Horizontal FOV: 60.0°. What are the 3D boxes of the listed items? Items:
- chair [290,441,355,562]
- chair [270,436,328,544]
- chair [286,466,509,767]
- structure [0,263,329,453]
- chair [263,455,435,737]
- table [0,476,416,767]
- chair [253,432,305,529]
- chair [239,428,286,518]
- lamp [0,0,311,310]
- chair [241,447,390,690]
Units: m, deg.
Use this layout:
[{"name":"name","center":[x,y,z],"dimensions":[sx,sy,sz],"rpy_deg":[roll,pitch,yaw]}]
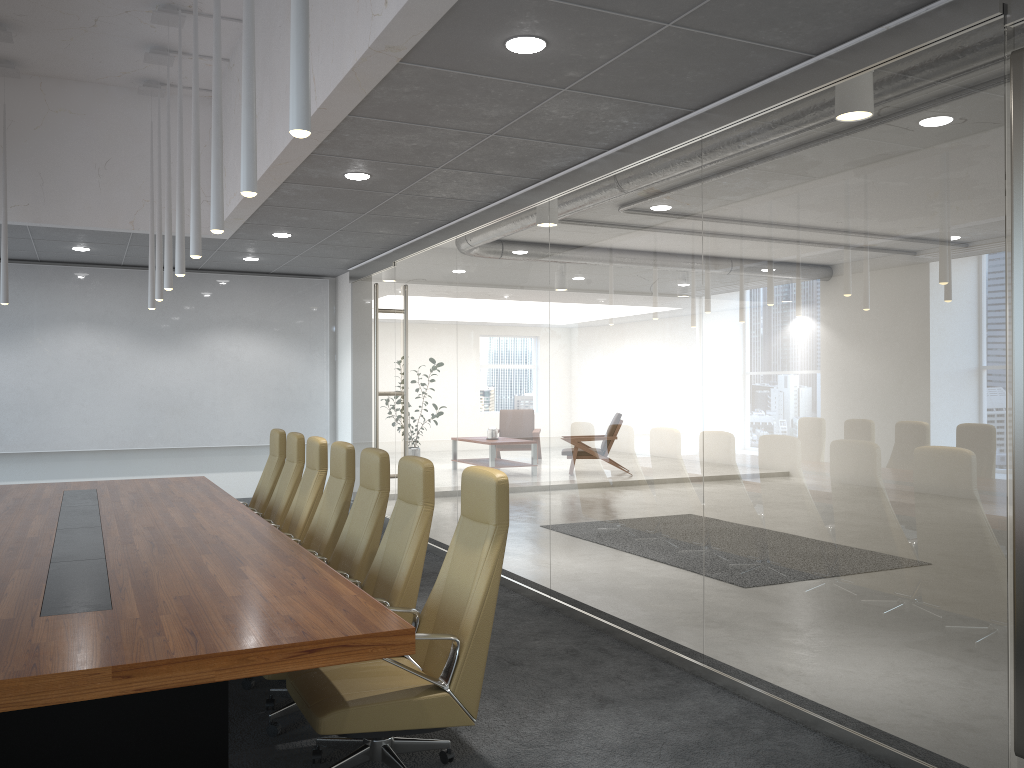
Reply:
[{"name":"chair","center":[-1.638,1.128,6.337],"dimensions":[0.955,1.406,0.711],"rpy_deg":[0,0,-26]},{"name":"chair","center":[-1.984,1.132,7.053],"dimensions":[0.955,1.406,0.711],"rpy_deg":[0,0,-26]},{"name":"chair","center":[-0.528,1.114,4.197],"dimensions":[0.955,1.406,0.711],"rpy_deg":[0,0,-26]},{"name":"structure","center":[-2.769,-0.377,5.798],"dimensions":[6.600,2.466,13.989],"rpy_deg":[0,0,-26]},{"name":"chair","center":[-0.943,1.119,4.900],"dimensions":[0.955,1.406,0.711],"rpy_deg":[0,0,-26]},{"name":"table","center":[-2.811,1.383,5.762],"dimensions":[2.300,0.895,6.500],"rpy_deg":[0,0,-26]},{"name":"chair","center":[-2.336,1.137,7.781],"dimensions":[0.955,1.406,0.711],"rpy_deg":[0,0,-26]},{"name":"chair","center":[-2.684,1.142,8.501],"dimensions":[0.955,1.406,0.711],"rpy_deg":[0,0,-26]},{"name":"lamp","center":[-2.821,-1.977,5.778],"dimensions":[2.619,2.378,7.258],"rpy_deg":[0,0,-26]},{"name":"chair","center":[-1.290,1.123,5.617],"dimensions":[0.955,1.406,0.711],"rpy_deg":[0,0,-26]}]
